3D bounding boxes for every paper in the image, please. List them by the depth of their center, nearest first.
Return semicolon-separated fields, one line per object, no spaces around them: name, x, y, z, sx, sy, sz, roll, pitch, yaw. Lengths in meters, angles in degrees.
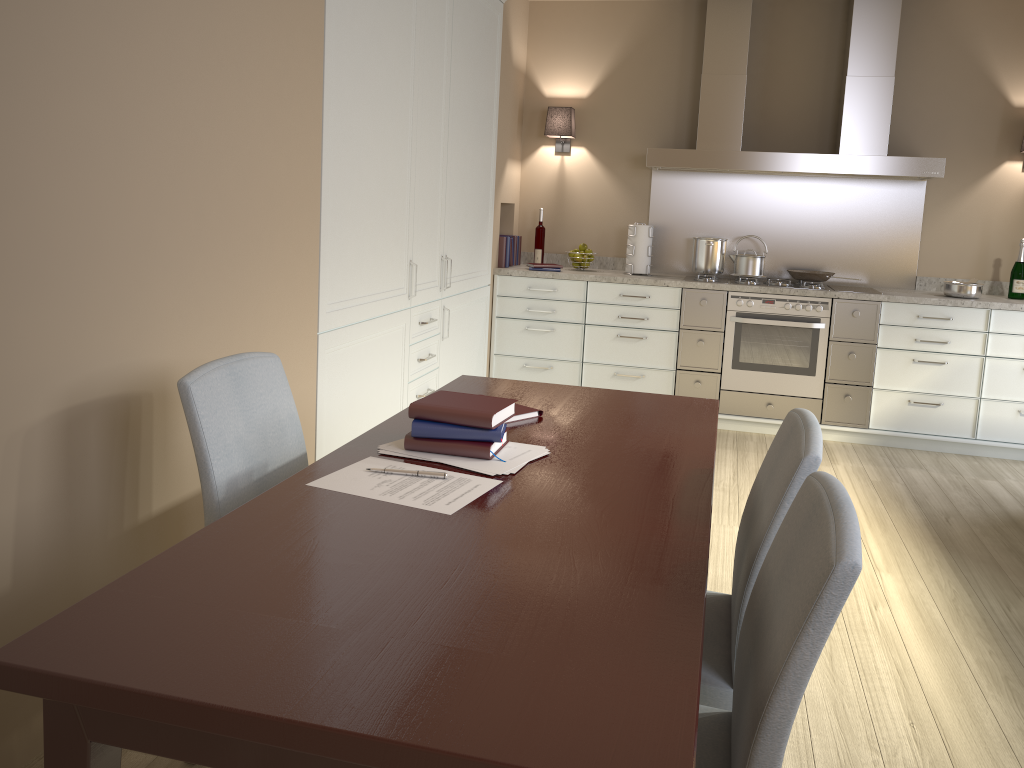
paper;-0.191;0.180;1.604;0.291;0.001;0.212;8;12;23
paper;-0.098;0.135;1.828;0.291;0.001;0.212;9;13;28
paper;-0.098;0.136;1.828;0.291;0.001;0.212;7;12;18
paper;-0.098;0.135;1.828;0.292;0.001;0.211;10;14;33
paper;-0.098;0.137;1.829;0.291;0.001;0.212;8;12;23

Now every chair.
chair;0.182;0.532;1.270;0.506;0.820;0.403;5;8;13
chair;0.291;0.448;1.710;0.506;0.820;0.403;5;8;13
chair;-0.408;0.370;1.925;0.506;0.820;0.403;5;8;13

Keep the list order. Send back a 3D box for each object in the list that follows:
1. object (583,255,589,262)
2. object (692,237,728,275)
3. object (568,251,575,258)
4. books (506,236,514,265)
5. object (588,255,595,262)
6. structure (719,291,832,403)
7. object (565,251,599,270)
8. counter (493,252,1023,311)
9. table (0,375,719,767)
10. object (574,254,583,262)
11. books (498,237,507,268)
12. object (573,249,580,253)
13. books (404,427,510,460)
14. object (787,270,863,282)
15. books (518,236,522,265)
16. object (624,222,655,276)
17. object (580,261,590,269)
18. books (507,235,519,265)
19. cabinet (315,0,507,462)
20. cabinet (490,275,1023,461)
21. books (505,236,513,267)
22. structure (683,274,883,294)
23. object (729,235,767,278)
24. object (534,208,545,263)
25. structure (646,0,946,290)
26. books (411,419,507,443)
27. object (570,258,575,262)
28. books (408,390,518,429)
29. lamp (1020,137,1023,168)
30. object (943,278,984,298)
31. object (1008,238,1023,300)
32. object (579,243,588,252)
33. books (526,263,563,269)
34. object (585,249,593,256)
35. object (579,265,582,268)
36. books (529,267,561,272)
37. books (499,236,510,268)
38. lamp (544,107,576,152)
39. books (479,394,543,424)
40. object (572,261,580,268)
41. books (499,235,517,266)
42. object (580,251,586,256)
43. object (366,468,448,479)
object;0.441;-0.752;5.301;0.039;0.040;0.040;4;9;5
object;1.152;-0.751;5.179;0.201;0.205;0.203;-2;11;-29
object;0.363;-0.780;5.328;0.048;0.048;0.048;-1;10;-24
books;-0.070;-0.817;5.411;0.165;0.180;0.092;5;8;13
object;0.474;-0.759;5.330;0.047;0.045;0.047;6;10;17
structure;1.496;-0.216;5.078;0.541;0.689;0.585;5;9;13
object;0.420;-0.744;5.358;0.206;0.108;0.208;-4;12;-31
counter;1.522;-0.593;5.051;3.850;0.113;0.584;6;12;13
table;-0.012;0.502;1.750;0.752;0.673;1.776;5;11;13
object;0.400;-0.757;5.310;0.058;0.057;0.059;0;10;-19
books;-0.117;-0.787;5.259;0.165;0.181;0.033;5;8;13
object;0.389;-0.798;5.361;0.044;0.043;0.040;8;10;28
books;-0.112;0.114;1.847;0.183;0.032;0.166;6;12;13
object;1.728;-0.599;4.972;0.265;0.050;0.429;-1;12;-19
books;-0.024;-0.842;5.558;0.165;0.181;0.033;5;8;13
object;0.751;-0.799;5.222;0.168;0.301;0.165;2;8;-3
object;0.442;-0.725;5.342;0.061;0.055;0.060;-3;11;-31
books;-0.041;-0.839;5.529;0.165;0.181;0.033;5;8;13
cabinet;-0.596;-0.828;4.041;0.613;2.316;2.366;5;10;13
cabinet;1.496;-0.162;5.119;3.210;0.786;0.648;6;9;13
books;-0.078;-0.809;5.379;0.166;0.181;0.092;6;9;16
structure;1.509;-0.576;4.996;1.050;0.031;0.402;6;12;13
object;1.377;-0.743;5.117;0.209;0.234;0.210;-6;12;-42
object;0.172;-0.903;5.453;0.062;0.362;0.062;9;10;39
structure;1.571;-1.381;4.998;1.561;1.663;0.451;5;8;13
books;-0.106;0.082;1.843;0.183;0.032;0.166;4;11;3
object;0.381;-0.770;5.389;0.054;0.054;0.054;-1;10;-22
books;-0.098;0.052;1.838;0.183;0.032;0.166;7;12;18
lamp;2.879;-1.308;4.811;0.170;0.256;0.194;5;9;13
object;2.487;-0.518;4.785;0.371;0.089;0.200;-5;13;-34
object;2.753;-0.624;4.795;0.084;0.328;0.084;10;10;42
object;0.431;-0.825;5.353;0.055;0.056;0.055;5;10;13
books;0.190;-0.699;5.230;0.183;0.017;0.166;-1;12;-16
object;0.461;-0.789;5.304;0.047;0.045;0.048;5;10;14
object;0.423;-0.725;5.391;0.038;0.038;0.039;6;10;17
books;0.196;-0.679;5.217;0.183;0.017;0.166;4;11;3
books;-0.094;-0.793;5.286;0.165;0.181;0.033;5;8;13
lamp;0.301;-1.561;5.427;0.170;0.256;0.194;5;9;13
books;-0.066;0.063;2.172;0.216;0.017;0.194;13;16;42
object;0.387;-0.724;5.352;0.048;0.048;0.049;7;10;24
books;-0.051;-0.832;5.499;0.165;0.181;0.033;5;8;13
object;0.428;-0.783;5.328;0.040;0.038;0.040;0;10;-15
object;-0.198;0.164;1.649;0.158;0.011;0.011;5;9;8
